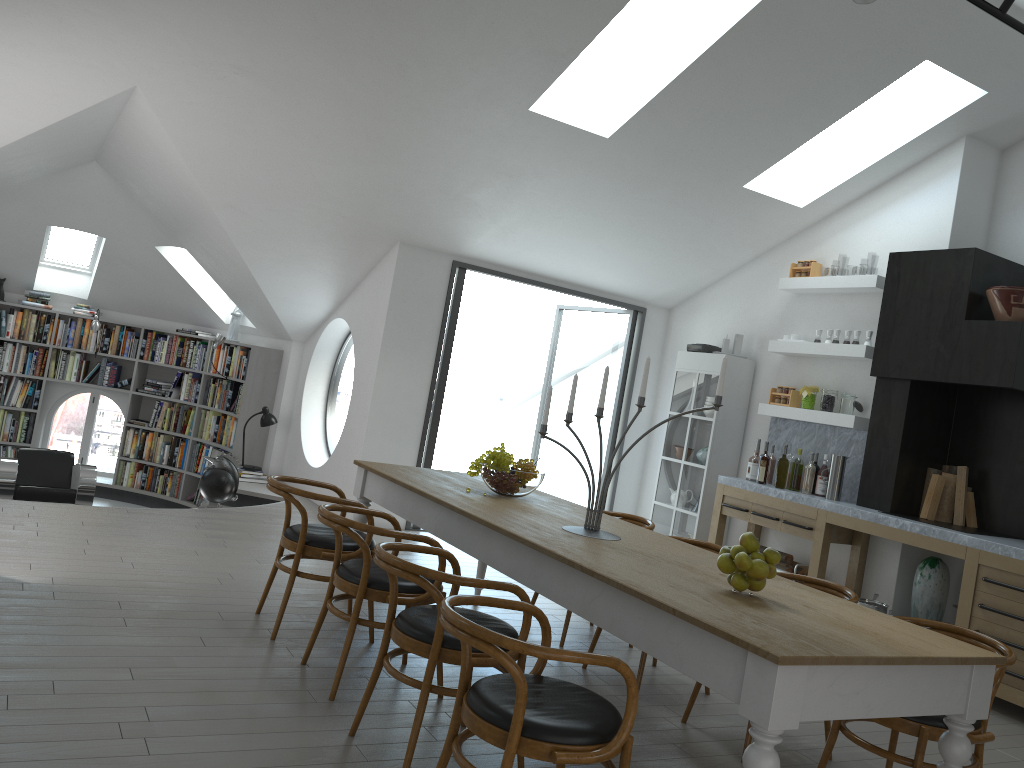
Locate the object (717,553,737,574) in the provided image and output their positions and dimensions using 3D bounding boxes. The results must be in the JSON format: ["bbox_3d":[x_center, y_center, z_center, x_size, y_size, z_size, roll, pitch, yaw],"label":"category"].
[{"bbox_3d":[0.753,0.629,3.102,0.071,0.072,0.071,9,-1,25],"label":"object"}]

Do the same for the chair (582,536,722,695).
[{"bbox_3d":[0.796,1.185,4.622,0.620,0.735,0.528,11,-2,-33],"label":"chair"}]

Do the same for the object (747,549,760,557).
[{"bbox_3d":[0.851,0.608,3.162,0.073,0.071,0.066,9,-2,30],"label":"object"}]

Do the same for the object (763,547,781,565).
[{"bbox_3d":[0.907,0.602,3.096,0.062,0.060,0.062,11,-1,-29],"label":"object"}]

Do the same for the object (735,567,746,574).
[{"bbox_3d":[0.822,0.659,3.175,0.059,0.056,0.059,11,-1,-35],"label":"object"}]

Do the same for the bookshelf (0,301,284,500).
[{"bbox_3d":[-5.016,0.148,9.502,4.322,1.882,2.112,10,-1,-29],"label":"bookshelf"}]

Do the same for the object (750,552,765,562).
[{"bbox_3d":[0.854,0.609,3.088,0.053,0.051,0.053,9,-1,32],"label":"object"}]

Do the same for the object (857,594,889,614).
[{"bbox_3d":[2.533,1.574,6.174,0.377,0.164,0.223,10,-1,-40],"label":"object"}]

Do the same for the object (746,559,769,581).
[{"bbox_3d":[0.843,0.638,3.042,0.077,0.076,0.076,9,-1,27],"label":"object"}]

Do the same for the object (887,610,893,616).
[{"bbox_3d":[2.539,1.594,5.938,0.260,0.113,0.154,10,-1,-40],"label":"object"}]

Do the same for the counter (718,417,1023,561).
[{"bbox_3d":[3.772,0.846,4.742,0.959,0.620,6.586,10,-1,-29],"label":"counter"}]

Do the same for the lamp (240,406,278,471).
[{"bbox_3d":[-2.601,0.553,9.096,0.322,0.661,0.233,10,-2,-14],"label":"lamp"}]

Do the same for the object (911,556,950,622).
[{"bbox_3d":[2.950,1.470,6.254,0.231,0.499,0.230,10,-2,12],"label":"object"}]

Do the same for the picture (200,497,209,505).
[{"bbox_3d":[-3.214,1.318,9.409,0.106,0.556,0.490,12,-2,-39],"label":"picture"}]

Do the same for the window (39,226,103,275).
[{"bbox_3d":[-4.712,-1.598,9.569,4.045,0.714,1.935,10,-1,-29],"label":"window"}]

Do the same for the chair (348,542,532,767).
[{"bbox_3d":[-0.262,0.990,3.239,0.620,0.735,0.528,11,-2,-34],"label":"chair"}]

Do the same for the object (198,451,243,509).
[{"bbox_3d":[-2.611,0.875,7.893,0.321,0.563,0.319,9,-2,34],"label":"object"}]

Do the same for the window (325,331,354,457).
[{"bbox_3d":[-1.542,0.117,8.771,0.104,1.472,1.473,11,-2,-29],"label":"window"}]

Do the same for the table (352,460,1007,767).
[{"bbox_3d":[0.250,1.049,4.001,1.016,0.800,3.354,11,-1,-29],"label":"table"}]

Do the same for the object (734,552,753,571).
[{"bbox_3d":[0.792,0.606,3.029,0.062,0.063,0.062,9,-1,23],"label":"object"}]

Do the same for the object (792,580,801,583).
[{"bbox_3d":[2.070,1.508,6.951,0.093,0.084,0.480,11,-1,-32],"label":"object"}]

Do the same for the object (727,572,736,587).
[{"bbox_3d":[0.788,0.692,3.136,0.049,0.050,0.051,11,-1,-26],"label":"object"}]

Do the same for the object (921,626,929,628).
[{"bbox_3d":[2.734,1.623,5.918,0.041,0.045,0.247,11,-1,-31],"label":"object"}]

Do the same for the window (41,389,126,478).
[{"bbox_3d":[-5.945,0.418,9.979,3.221,1.152,0.618,10,-2,-44],"label":"window"}]

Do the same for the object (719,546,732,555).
[{"bbox_3d":[0.776,0.613,3.161,0.071,0.064,0.072,11,-1,-36],"label":"object"}]

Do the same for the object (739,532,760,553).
[{"bbox_3d":[0.837,0.558,3.120,0.072,0.074,0.072,11,-1,-29],"label":"object"}]

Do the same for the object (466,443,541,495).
[{"bbox_3d":[-0.028,0.458,4.754,0.293,0.284,0.393,9,-1,25],"label":"object"}]

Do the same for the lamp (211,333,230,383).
[{"bbox_3d":[-3.187,-0.284,9.801,0.274,0.526,0.112,11,-2,-39],"label":"lamp"}]

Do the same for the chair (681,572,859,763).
[{"bbox_3d":[1.202,1.251,4.017,0.620,0.735,0.528,11,-2,-26],"label":"chair"}]

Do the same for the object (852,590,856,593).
[{"bbox_3d":[2.432,1.528,6.150,0.051,0.152,0.190,11,-1,-29],"label":"object"}]

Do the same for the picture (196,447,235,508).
[{"bbox_3d":[-3.235,1.153,9.592,0.090,0.864,0.579,12,-2,-40],"label":"picture"}]

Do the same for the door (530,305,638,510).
[{"bbox_3d":[0.676,0.361,9.208,0.080,2.349,1.053,12,-3,-44],"label":"door"}]

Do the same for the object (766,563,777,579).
[{"bbox_3d":[0.889,0.648,3.070,0.051,0.053,0.053,11,-2,-38],"label":"object"}]

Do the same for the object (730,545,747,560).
[{"bbox_3d":[0.788,0.589,3.086,0.058,0.057,0.053,10,-1,-15],"label":"object"}]

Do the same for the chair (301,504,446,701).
[{"bbox_3d":[-0.603,0.935,3.881,0.620,0.735,0.528,11,-2,-29],"label":"chair"}]

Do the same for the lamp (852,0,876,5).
[{"bbox_3d":[1.538,-1.751,3.835,0.115,0.175,0.112,9,-2,23],"label":"lamp"}]

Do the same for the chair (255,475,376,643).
[{"bbox_3d":[-0.992,0.871,4.495,0.620,0.735,0.528,11,-2,-26],"label":"chair"}]

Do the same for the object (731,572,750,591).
[{"bbox_3d":[0.789,0.685,3.066,0.063,0.063,0.064,10,-1,-18],"label":"object"}]

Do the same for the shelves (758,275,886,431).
[{"bbox_3d":[3.852,0.049,5.324,0.478,1.363,5.560,11,-1,-35],"label":"shelves"}]

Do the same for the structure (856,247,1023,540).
[{"bbox_3d":[3.180,0.048,6.223,0.778,1.886,1.077,11,-2,-29],"label":"structure"}]

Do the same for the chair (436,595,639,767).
[{"bbox_3d":[0.031,1.036,2.575,0.620,0.735,0.528,11,-2,-27],"label":"chair"}]

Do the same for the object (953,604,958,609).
[{"bbox_3d":[3.217,1.675,6.045,0.268,0.197,0.455,10,-1,5],"label":"object"}]

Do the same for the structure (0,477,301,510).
[{"bbox_3d":[-4.476,1.012,8.272,4.715,0.694,4.700,10,0,16],"label":"structure"}]

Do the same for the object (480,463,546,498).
[{"bbox_3d":[-0.010,0.525,4.752,0.361,0.160,0.359,9,-1,41],"label":"object"}]

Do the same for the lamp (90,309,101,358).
[{"bbox_3d":[-4.788,-0.581,10.178,0.113,0.567,0.358,11,-2,-23],"label":"lamp"}]

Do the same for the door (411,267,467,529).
[{"bbox_3d":[-0.897,0.080,8.339,0.080,2.349,1.053,11,-2,-29],"label":"door"}]

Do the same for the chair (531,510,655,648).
[{"bbox_3d":[0.495,1.137,5.283,0.620,0.735,0.528,11,-2,-29],"label":"chair"}]

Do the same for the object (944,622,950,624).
[{"bbox_3d":[2.786,1.636,6.031,0.264,0.052,0.507,10,-1,37],"label":"object"}]

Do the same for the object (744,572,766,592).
[{"bbox_3d":[0.851,0.689,3.107,0.078,0.074,0.080,10,-1,16],"label":"object"}]

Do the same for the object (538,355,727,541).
[{"bbox_3d":[0.484,0.241,3.891,0.776,0.876,0.265,9,-2,35],"label":"object"}]

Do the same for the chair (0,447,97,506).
[{"bbox_3d":[-4.468,1.009,8.398,0.821,0.720,0.742,11,-1,-35],"label":"chair"}]

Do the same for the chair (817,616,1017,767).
[{"bbox_3d":[1.546,1.306,3.381,0.620,0.735,0.528,11,-2,-33],"label":"chair"}]
